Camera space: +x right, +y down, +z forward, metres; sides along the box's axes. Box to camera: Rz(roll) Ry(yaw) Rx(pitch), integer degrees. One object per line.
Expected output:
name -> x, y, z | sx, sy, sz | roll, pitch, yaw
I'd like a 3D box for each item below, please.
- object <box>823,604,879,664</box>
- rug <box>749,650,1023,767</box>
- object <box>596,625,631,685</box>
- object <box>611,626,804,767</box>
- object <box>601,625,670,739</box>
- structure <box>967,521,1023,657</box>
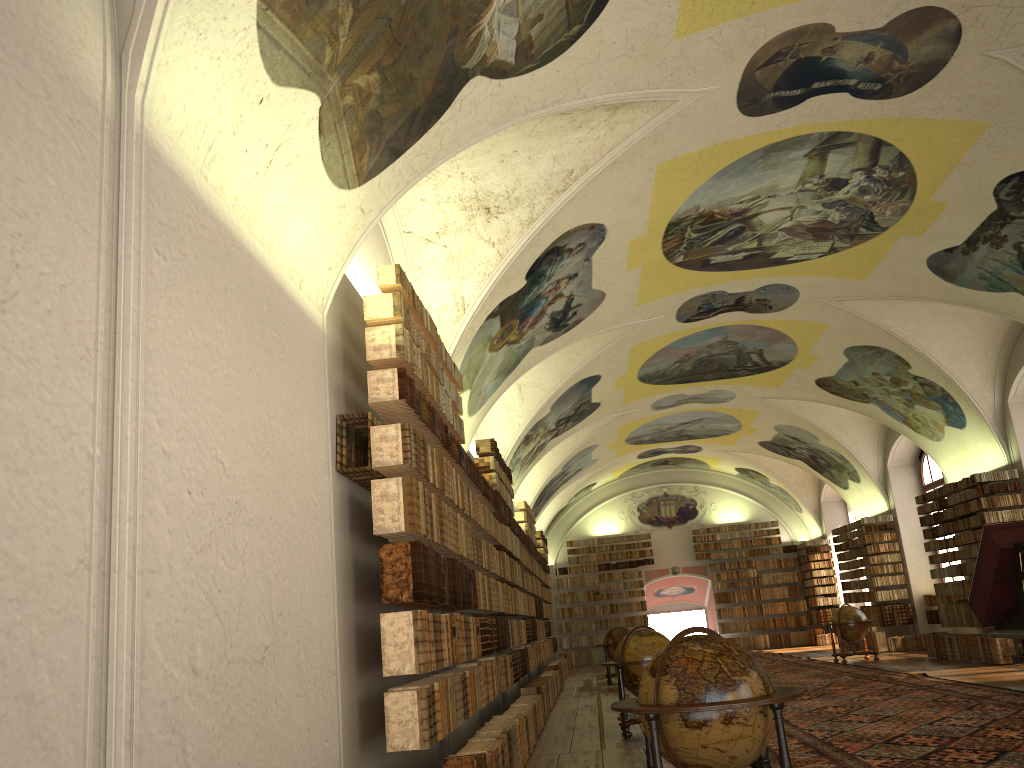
object -> 8.650, 6.344, 22.619 | 1.281, 1.441, 1.283 | 9, -20, -42
rug -> 5.288, 5.339, 15.386 | 4.704, 0.064, 37.083 | -6, -16, 3
object -> 2.847, 6.988, 22.990 | 1.281, 1.441, 1.283 | 9, -20, -42
object -> 1.330, 2.367, 5.935 | 1.280, 1.441, 1.284 | 5, -18, -33
object -> 1.908, 4.122, 12.414 | 1.283, 1.441, 1.281 | -18, -20, 39
structure -> 4.192, 1.841, 5.983 | 1.245, 1.971, 1.900 | -6, -15, 3
